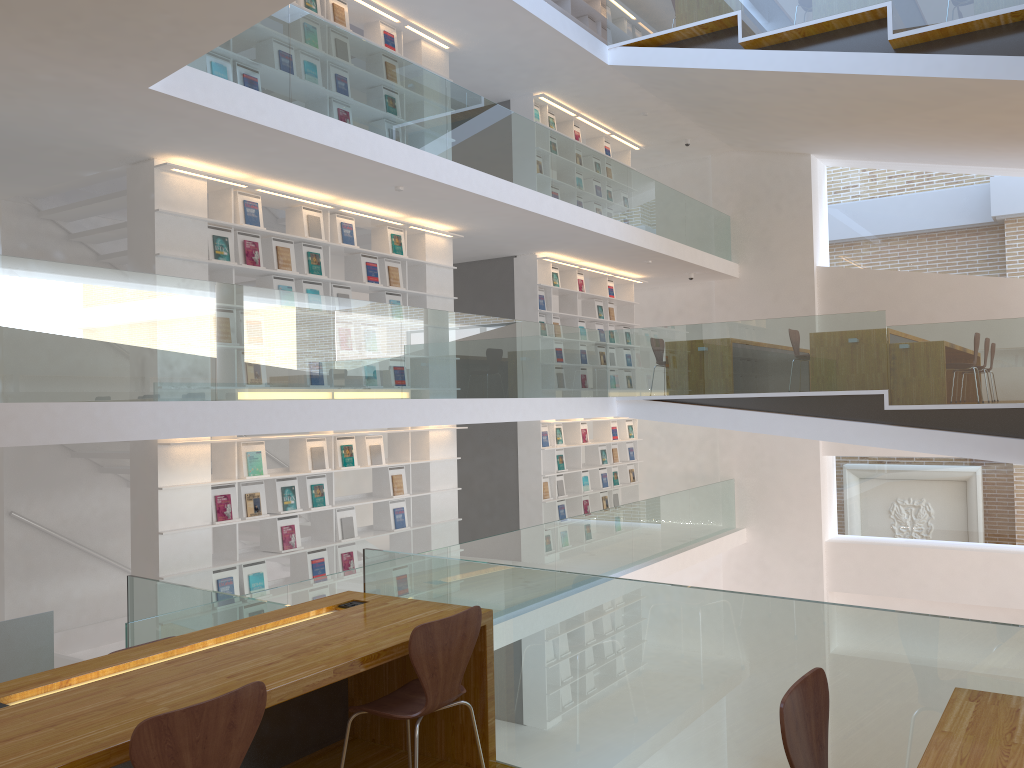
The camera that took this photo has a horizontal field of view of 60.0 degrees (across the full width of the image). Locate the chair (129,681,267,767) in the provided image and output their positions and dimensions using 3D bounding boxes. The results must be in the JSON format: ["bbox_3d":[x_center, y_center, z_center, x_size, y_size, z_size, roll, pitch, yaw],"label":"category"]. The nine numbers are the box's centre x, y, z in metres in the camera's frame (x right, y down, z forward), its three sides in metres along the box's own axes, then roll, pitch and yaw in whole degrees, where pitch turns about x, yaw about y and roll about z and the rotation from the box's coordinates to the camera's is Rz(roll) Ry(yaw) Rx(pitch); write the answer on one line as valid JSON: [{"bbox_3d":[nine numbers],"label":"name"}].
[{"bbox_3d":[-0.880,1.114,2.237,0.381,0.693,0.428,-2,-2,33],"label":"chair"}]

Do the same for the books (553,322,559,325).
[{"bbox_3d":[0.580,-0.697,11.583,0.037,0.210,0.145,-2,-2,33],"label":"books"}]

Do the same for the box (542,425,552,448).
[{"bbox_3d":[0.328,0.669,11.308,0.274,0.296,0.245,-2,-2,33],"label":"box"}]

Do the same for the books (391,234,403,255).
[{"bbox_3d":[-1.150,-1.391,8.871,0.037,0.210,0.145,-2,-2,33],"label":"books"}]

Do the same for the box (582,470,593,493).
[{"bbox_3d":[0.932,1.332,12.188,0.274,0.296,0.245,-2,-2,33],"label":"box"}]

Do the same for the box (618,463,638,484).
[{"bbox_3d":[1.722,1.343,13.390,0.274,0.296,0.245,-2,-2,33],"label":"box"}]

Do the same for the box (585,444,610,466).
[{"bbox_3d":[1.220,1.009,12.646,0.274,0.296,0.245,-2,-2,33],"label":"box"}]

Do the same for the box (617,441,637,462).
[{"bbox_3d":[1.708,1.015,13.387,0.274,0.296,0.245,-2,-2,33],"label":"box"}]

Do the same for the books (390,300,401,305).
[{"bbox_3d":[-1.154,-0.729,8.825,0.037,0.210,0.145,-2,-2,33],"label":"books"}]

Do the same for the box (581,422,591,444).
[{"bbox_3d":[0.907,0.674,12.185,0.274,0.296,0.245,-2,-2,33],"label":"box"}]

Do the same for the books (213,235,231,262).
[{"bbox_3d":[-2.319,-1.076,7.081,0.037,0.210,0.145,-2,-2,33],"label":"books"}]

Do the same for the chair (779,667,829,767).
[{"bbox_3d":[0.857,1.071,2.061,0.381,0.693,0.428,-2,-2,33],"label":"chair"}]

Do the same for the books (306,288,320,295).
[{"bbox_3d":[-1.765,-0.741,7.902,0.037,0.210,0.145,-2,-2,33],"label":"books"}]

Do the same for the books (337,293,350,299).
[{"bbox_3d":[-1.554,-0.731,8.217,0.037,0.210,0.145,-2,-2,33],"label":"books"}]

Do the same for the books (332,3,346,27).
[{"bbox_3d":[-1.613,-3.435,8.289,0.037,0.210,0.145,-2,-2,33],"label":"books"}]

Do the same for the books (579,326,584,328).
[{"bbox_3d":[0.964,-0.688,12.166,0.037,0.210,0.145,-2,-2,33],"label":"books"}]

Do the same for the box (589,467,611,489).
[{"bbox_3d":[1.228,1.336,12.638,0.274,0.296,0.245,-2,-2,33],"label":"box"}]

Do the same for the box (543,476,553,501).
[{"bbox_3d":[0.342,1.323,11.291,0.274,0.296,0.245,-2,-2,33],"label":"box"}]

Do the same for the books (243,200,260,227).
[{"bbox_3d":[-2.154,-1.408,7.343,0.037,0.210,0.145,-2,-2,33],"label":"books"}]

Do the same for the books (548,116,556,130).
[{"bbox_3d":[0.527,-3.402,11.657,0.037,0.210,0.145,-2,-2,33],"label":"books"}]

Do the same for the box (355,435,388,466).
[{"bbox_3d":[-3.237,2.353,5.663,0.498,3.764,7.125,-2,-2,33],"label":"box"}]

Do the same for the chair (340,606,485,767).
[{"bbox_3d":[-0.346,1.122,3.049,0.381,0.693,0.428,-2,-2,33],"label":"chair"}]

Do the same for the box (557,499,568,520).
[{"bbox_3d":[0.577,1.655,11.629,0.274,0.296,0.245,-2,-2,33],"label":"box"}]

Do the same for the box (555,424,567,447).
[{"bbox_3d":[0.533,0.670,11.619,0.274,0.296,0.245,-2,-2,33],"label":"box"}]

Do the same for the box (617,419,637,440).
[{"bbox_3d":[1.701,0.687,13.395,0.274,0.296,0.245,-2,-2,33],"label":"box"}]

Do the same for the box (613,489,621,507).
[{"bbox_3d":[1.439,1.668,12.940,0.274,0.296,0.245,-2,-2,33],"label":"box"}]

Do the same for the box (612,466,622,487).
[{"bbox_3d":[1.421,1.339,12.932,0.274,0.296,0.245,-2,-2,33],"label":"box"}]

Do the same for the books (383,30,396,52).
[{"bbox_3d":[-1.225,-3.415,8.879,0.037,0.210,0.145,-2,-2,33],"label":"books"}]

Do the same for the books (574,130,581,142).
[{"bbox_3d":[0.905,-3.381,12.232,0.037,0.210,0.145,-2,-2,33],"label":"books"}]

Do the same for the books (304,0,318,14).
[{"bbox_3d":[-1.814,-3.431,7.984,0.037,0.210,0.145,-2,-2,33],"label":"books"}]

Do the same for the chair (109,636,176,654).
[{"bbox_3d":[-1.461,1.479,3.779,0.381,0.693,0.428,-2,-2,33],"label":"chair"}]

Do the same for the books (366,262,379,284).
[{"bbox_3d":[-1.347,-1.067,8.558,0.037,0.210,0.145,-2,-2,33],"label":"books"}]

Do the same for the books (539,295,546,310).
[{"bbox_3d":[0.377,-1.028,11.287,0.037,0.210,0.145,-2,-2,33],"label":"books"}]

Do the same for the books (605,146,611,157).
[{"bbox_3d":[1.404,-3.373,12.991,0.037,0.210,0.145,-2,-2,33],"label":"books"}]

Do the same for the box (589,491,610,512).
[{"bbox_3d":[1.242,1.665,12.641,0.274,0.296,0.245,-2,-2,33],"label":"box"}]

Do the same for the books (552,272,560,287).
[{"bbox_3d":[0.572,-1.354,11.608,0.037,0.210,0.145,-2,-2,33],"label":"books"}]

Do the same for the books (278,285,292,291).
[{"bbox_3d":[-1.941,-0.741,7.628,0.037,0.210,0.145,-2,-2,33],"label":"books"}]

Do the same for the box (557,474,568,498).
[{"bbox_3d":[0.548,1.326,11.605,0.274,0.296,0.245,-2,-2,33],"label":"box"}]

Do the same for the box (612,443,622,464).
[{"bbox_3d":[1.419,1.011,12.948,0.274,0.296,0.245,-2,-2,33],"label":"box"}]

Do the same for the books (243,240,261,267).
[{"bbox_3d":[-2.151,-1.078,7.335,0.037,0.210,0.145,-2,-2,33],"label":"books"}]

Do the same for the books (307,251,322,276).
[{"bbox_3d":[-1.762,-1.071,7.920,0.037,0.210,0.145,-2,-2,33],"label":"books"}]

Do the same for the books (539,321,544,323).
[{"bbox_3d":[0.381,-0.690,11.273,0.037,0.210,0.145,-2,-2,33],"label":"books"}]

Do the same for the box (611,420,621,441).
[{"bbox_3d":[1.412,0.683,12.956,0.274,0.296,0.245,-2,-2,33],"label":"box"}]

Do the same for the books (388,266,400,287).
[{"bbox_3d":[-1.173,-1.062,8.822,0.037,0.210,0.145,-2,-2,33],"label":"books"}]

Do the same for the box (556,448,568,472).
[{"bbox_3d":[0.553,0.994,11.632,0.274,0.296,0.245,-2,-2,33],"label":"box"}]

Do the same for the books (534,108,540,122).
[{"bbox_3d":[0.306,-3.409,11.322,0.037,0.210,0.145,-2,-2,33],"label":"books"}]

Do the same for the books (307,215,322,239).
[{"bbox_3d":[-1.765,-1.401,7.934,0.037,0.210,0.145,-2,-2,33],"label":"books"}]

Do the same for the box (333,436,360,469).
[{"bbox_3d":[-1.602,0.635,8.259,0.274,0.296,0.245,-2,-2,33],"label":"box"}]

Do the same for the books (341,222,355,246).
[{"bbox_3d":[-1.535,-1.399,8.285,0.037,0.210,0.145,-2,-2,33],"label":"books"}]

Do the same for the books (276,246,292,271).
[{"bbox_3d":[-1.960,-1.073,7.625,0.037,0.210,0.145,-2,-2,33],"label":"books"}]

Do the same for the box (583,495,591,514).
[{"bbox_3d":[0.931,1.660,12.169,0.274,0.296,0.245,-2,-2,33],"label":"box"}]
